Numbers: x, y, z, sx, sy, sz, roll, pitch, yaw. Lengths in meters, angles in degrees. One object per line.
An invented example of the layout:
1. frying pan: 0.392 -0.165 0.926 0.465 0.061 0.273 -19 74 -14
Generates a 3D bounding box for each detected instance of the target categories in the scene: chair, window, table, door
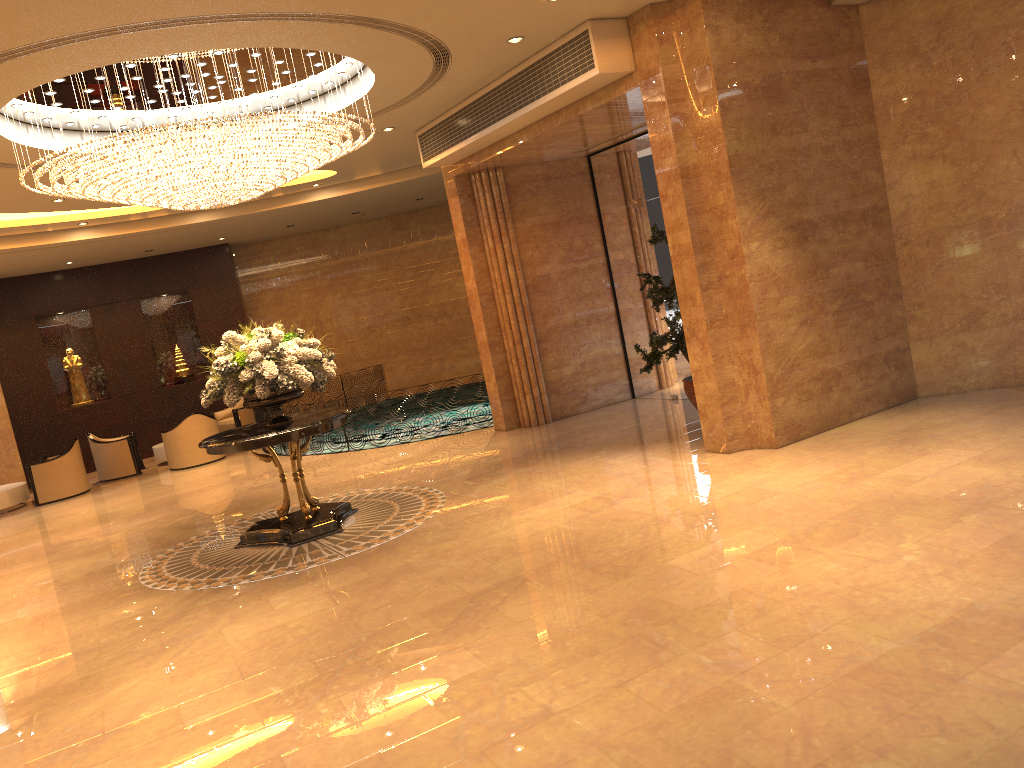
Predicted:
1. chair: -5.530 0.946 15.434 0.951 0.916 0.769 -15 7 -33
2. window: 2.275 -1.502 11.230 0.047 3.571 3.515 -15 7 -28
3. table: -2.211 0.925 8.769 1.493 1.089 1.493 -16 8 -34
4. chair: -7.114 1.214 15.909 0.769 0.916 0.951 -13 7 -18
5. table: -8.594 1.951 14.569 1.196 0.354 1.196 -12 6 -1
6. door: 2.350 -1.135 11.270 0.195 2.758 1.880 -15 7 -28
7. chair: -7.511 1.427 14.722 0.769 0.916 0.951 -13 6 -13
8. table: -6.087 1.210 16.654 1.196 0.354 1.196 -11 6 0
9. chair: -5.402 0.688 17.508 0.951 0.916 0.769 -7 8 37

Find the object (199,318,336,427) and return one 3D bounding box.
1. object: -2.385 -0.095 8.638 1.277 0.999 1.318 -11 6 3

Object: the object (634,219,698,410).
1. object: 1.952 -0.704 9.979 0.843 2.363 1.250 -6 8 42

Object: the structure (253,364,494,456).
1. structure: -2.770 0.432 16.372 3.815 0.995 7.624 -13 6 -9

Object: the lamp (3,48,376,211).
1. lamp: -2.907 -2.267 8.383 3.206 1.196 3.204 -10 6 9

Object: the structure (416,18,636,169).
1. structure: -0.056 -3.119 9.966 0.425 0.483 4.113 -15 7 -28
